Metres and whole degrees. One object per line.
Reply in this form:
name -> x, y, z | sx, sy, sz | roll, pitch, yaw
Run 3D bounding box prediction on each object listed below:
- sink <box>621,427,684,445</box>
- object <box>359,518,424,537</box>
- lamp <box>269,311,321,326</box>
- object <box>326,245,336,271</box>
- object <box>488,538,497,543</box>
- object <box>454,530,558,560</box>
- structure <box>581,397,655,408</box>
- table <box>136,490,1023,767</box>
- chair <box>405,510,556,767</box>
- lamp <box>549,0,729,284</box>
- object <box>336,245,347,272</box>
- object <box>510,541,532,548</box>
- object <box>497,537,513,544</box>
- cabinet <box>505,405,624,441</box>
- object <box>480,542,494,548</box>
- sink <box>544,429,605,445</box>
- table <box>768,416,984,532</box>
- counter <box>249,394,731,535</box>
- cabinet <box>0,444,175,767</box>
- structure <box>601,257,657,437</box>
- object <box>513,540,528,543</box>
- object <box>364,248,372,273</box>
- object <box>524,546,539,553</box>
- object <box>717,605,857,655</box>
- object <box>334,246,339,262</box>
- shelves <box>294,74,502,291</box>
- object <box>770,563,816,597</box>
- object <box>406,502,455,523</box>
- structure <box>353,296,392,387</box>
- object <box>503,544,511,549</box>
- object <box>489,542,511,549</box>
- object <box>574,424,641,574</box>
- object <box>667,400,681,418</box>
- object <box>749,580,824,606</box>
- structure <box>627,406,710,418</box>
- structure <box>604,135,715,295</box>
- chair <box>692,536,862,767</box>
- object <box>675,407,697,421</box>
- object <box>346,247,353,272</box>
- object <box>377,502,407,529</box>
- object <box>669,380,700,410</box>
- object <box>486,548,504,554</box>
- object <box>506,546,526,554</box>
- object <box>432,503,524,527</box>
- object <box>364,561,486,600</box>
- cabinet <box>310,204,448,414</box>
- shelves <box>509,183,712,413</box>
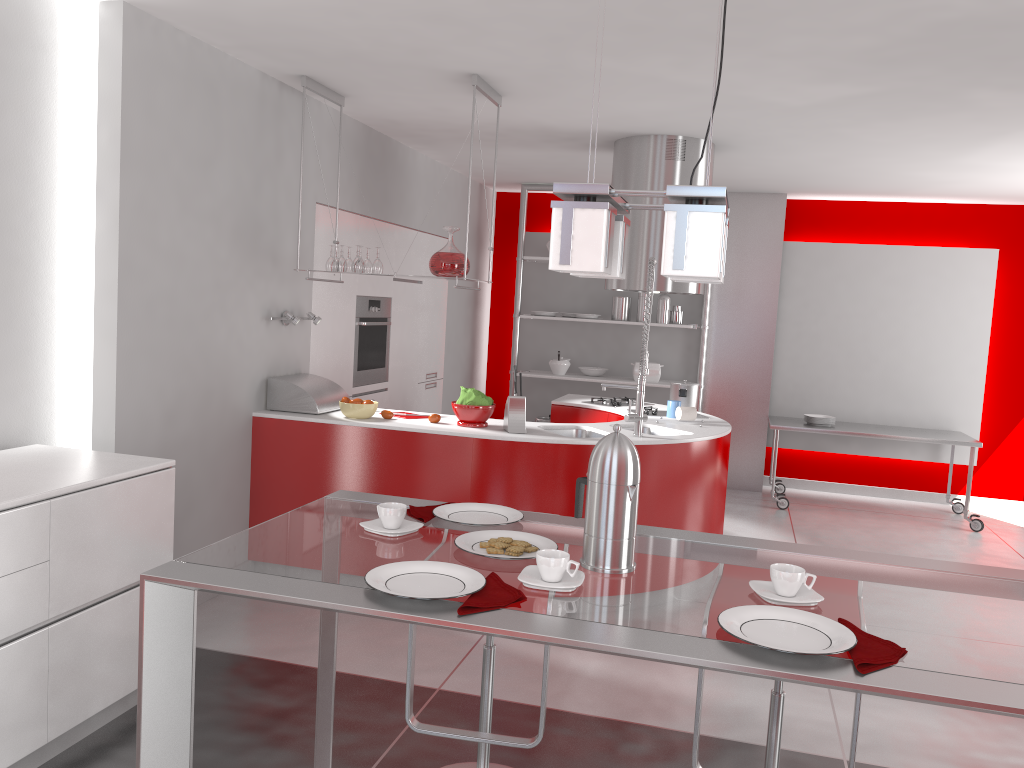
sink -> 0.753, 0.353, 4.854 | 0.326, 0.172, 0.428 | 0, 6, -36
object -> -0.265, 0.315, 1.952 | 0.119, 0.016, 0.119 | 7, 6, 34
lamp -> -1.166, -0.354, 4.829 | 0.155, 0.081, 0.454 | 5, 5, 14
object -> -0.957, -0.664, 4.704 | 0.060, 0.141, 0.060 | 5, 5, 14
object -> -0.032, 0.335, 1.889 | 0.036, 0.006, 0.034 | 5, 5, 14
object -> -0.012, 0.339, 1.845 | 0.217, 0.015, 0.217 | -1, 6, -38
structure -> 0.733, 0.117, 6.097 | 0.303, 0.037, 0.457 | 8, 7, 44
table -> 0.238, 0.869, 1.778 | 1.700, 1.000, 0.800 | 5, 5, 14
chair -> -0.067, 0.844, 2.689 | 0.418, 0.857, 0.460 | 4, 5, 10
lamp -> 0.277, -0.714, 1.654 | 0.304, 1.025, 0.304 | 5, 5, 14
object -> -0.890, -0.654, 4.636 | 0.060, 0.141, 0.060 | 3, 5, -9
object -> 0.019, 0.335, 1.855 | 0.036, 0.006, 0.034 | 7, 6, 38
object -> -0.015, 0.331, 1.880 | 0.034, 0.006, 0.036 | 4, 5, 3
cabinet -> -0.153, 0.570, 5.249 | 1.875, 0.761, 1.025 | 0, 6, -30
object -> -0.050, 0.337, 1.856 | 0.036, 0.006, 0.034 | 3, 5, -2
sink -> 0.334, 0.350, 4.608 | 0.326, 0.172, 0.428 | 1, 6, -24
table -> 2.911, 0.702, 7.252 | 1.627, 0.682, 0.749 | 5, 5, 16
counter -> 0.094, 0.625, 5.144 | 2.865, 0.880, 1.868 | -1, 7, -42
cabinet -> -1.771, 0.753, 2.466 | 0.610, 0.880, 1.802 | 5, 5, 14
structure -> 0.642, -0.196, 4.552 | 0.308, 0.920, 0.178 | 0, 6, -32
object -> 0.013, 0.338, 1.886 | 0.036, 0.006, 0.034 | 5, 5, 14
object -> -0.771, -0.656, 4.737 | 0.060, 0.141, 0.060 | 5, 5, 14
object -> 0.034, 0.343, 1.846 | 0.034, 0.006, 0.036 | 7, 6, 36
object -> 0.443, 0.401, 1.434 | 0.217, 0.015, 0.217 | 7, 6, 38
object -> -0.945, -0.670, 4.789 | 0.060, 0.141, 0.060 | 5, 5, 14
shelves -> -0.585, -1.026, 4.616 | 0.934, 1.023, 0.462 | 5, 5, 14
object -> 0.513, 0.365, 1.632 | 0.078, 0.049, 0.062 | 7, 6, 37
object -> -0.212, 0.303, 2.138 | 0.095, 0.012, 0.234 | 5, 5, 15
structure -> -0.930, -0.293, 6.022 | 0.050, 0.589, 0.599 | 5, 5, 14
object -> -0.005, 0.340, 1.854 | 0.036, 0.006, 0.034 | 6, 6, 32
object -> -0.025, 0.334, 1.839 | 0.034, 0.006, 0.036 | -1, 6, -38
object -> 0.184, 0.220, 1.771 | 0.149, 0.287, 0.113 | 5, 5, 22
object -> 0.962, 0.149, 5.301 | 0.080, 0.100, 0.109 | 2, 5, -12
object -> 0.505, 0.388, 1.638 | 0.119, 0.016, 0.119 | 3, 5, -5
structure -> 0.989, 0.173, 5.632 | 0.457, 0.037, 0.303 | 2, 5, -10
structure -> 0.957, -1.073, 5.779 | 0.644, 0.958, 0.644 | 2, 5, -19
chair -> 0.739, 0.909, 2.476 | 0.418, 0.857, 0.460 | 5, 5, 19
object -> 1.011, 0.171, 5.182 | 0.100, 0.080, 0.109 | 2, 5, -16
object -> -0.872, -0.662, 4.738 | 0.060, 0.141, 0.060 | 5, 5, 14
object -> -0.271, 0.291, 1.952 | 0.078, 0.049, 0.062 | 5, 5, 14
object -> 1.094, 0.068, 5.637 | 0.189, 0.185, 0.218 | 1, 5, -23
object -> -0.034, 0.341, 1.818 | 0.036, 0.006, 0.034 | 3, 5, -6
object -> 0.008, 0.338, 1.815 | 0.034, 0.006, 0.036 | 6, 6, 26
object -> -0.080, 0.313, 2.097 | 0.217, 0.015, 0.217 | -1, 6, -39
object -> -0.154, 0.354, 1.581 | 0.217, 0.015, 0.217 | 2, 5, -10
cabinet -> -1.170, -0.136, 6.407 | 0.614, 2.026, 2.398 | 5, 5, 14
shelves -> 0.842, -0.431, 7.814 | 1.735, 2.599, 0.535 | 5, 5, 14
